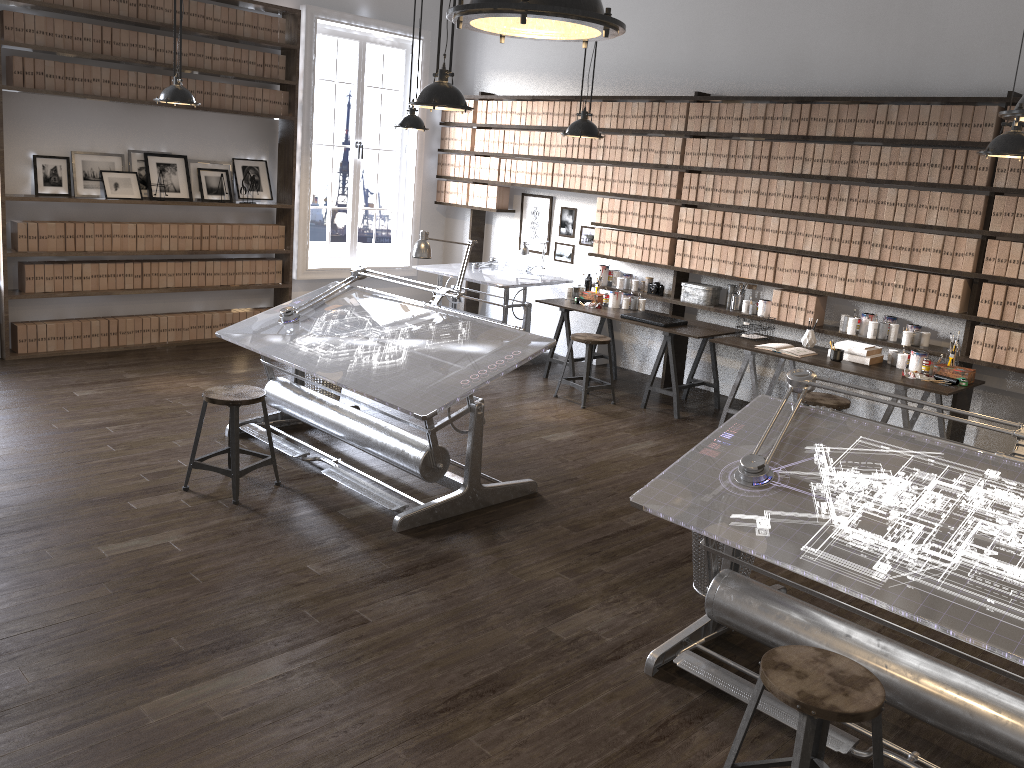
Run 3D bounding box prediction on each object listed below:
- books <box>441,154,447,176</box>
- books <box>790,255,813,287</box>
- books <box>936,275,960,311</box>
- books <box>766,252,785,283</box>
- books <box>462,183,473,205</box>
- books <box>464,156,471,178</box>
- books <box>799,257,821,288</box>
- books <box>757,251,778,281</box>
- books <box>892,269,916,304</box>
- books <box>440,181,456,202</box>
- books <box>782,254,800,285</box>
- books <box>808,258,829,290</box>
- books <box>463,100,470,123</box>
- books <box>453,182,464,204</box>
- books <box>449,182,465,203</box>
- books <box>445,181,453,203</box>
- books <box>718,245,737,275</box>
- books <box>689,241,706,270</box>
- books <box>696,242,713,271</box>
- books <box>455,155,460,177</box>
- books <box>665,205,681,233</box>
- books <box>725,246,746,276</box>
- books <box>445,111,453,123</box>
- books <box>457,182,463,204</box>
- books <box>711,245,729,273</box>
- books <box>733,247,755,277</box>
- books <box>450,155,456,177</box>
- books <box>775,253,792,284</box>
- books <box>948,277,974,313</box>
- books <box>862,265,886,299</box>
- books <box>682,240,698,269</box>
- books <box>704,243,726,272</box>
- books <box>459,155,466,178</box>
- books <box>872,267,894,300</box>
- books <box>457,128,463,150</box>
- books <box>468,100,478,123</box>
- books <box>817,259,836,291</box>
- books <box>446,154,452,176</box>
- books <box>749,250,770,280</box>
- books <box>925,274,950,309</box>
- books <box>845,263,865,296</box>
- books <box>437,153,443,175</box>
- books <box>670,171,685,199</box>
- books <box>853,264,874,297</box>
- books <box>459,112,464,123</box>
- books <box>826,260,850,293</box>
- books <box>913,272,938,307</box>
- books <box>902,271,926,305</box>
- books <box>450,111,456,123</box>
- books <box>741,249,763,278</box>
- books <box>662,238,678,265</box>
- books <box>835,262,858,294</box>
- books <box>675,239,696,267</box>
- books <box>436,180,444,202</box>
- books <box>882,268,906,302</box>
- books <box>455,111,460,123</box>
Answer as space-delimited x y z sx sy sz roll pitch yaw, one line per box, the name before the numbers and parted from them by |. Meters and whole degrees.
books | -0.653 -2.312 9.362 0.175 0.223 0.067 -7 16 -44
books | 2.162 -0.845 6.620 0.175 0.223 0.067 -7 16 -44
books | 2.903 -0.603 5.887 0.175 0.223 0.067 -7 16 -44
books | 2.022 -0.891 6.761 0.175 0.223 0.067 -7 17 -44
books | -0.426 -1.961 9.164 0.175 0.223 0.067 -7 17 -44
books | -0.401 -2.230 9.112 0.175 0.223 0.067 -7 17 -44
books | 2.213 -0.828 6.570 0.175 0.223 0.067 -7 17 -44
books | 1.974 -0.909 6.817 0.175 0.223 0.067 -7 16 -44
books | 2.698 -0.671 6.092 0.175 0.223 0.067 -7 17 -44
books | -0.670 -2.040 9.402 0.175 0.223 0.067 -7 17 -44
books | 2.122 -0.860 6.667 0.175 0.223 0.067 -7 17 -44
books | 2.266 -0.812 6.522 0.175 0.223 0.067 -7 17 -44
books | -0.406 -2.777 9.049 0.175 0.223 0.067 -7 17 -44
books | -0.530 -1.994 9.261 0.175 0.223 0.067 -7 16 -44
books | -0.571 -2.009 9.308 0.175 0.223 0.067 -7 17 -44
books | -0.614 -2.024 9.355 0.175 0.223 0.067 -7 16 -44
books | 1.731 -0.988 7.055 0.175 0.223 0.067 -7 17 -44
books | 1.540 -1.051 7.247 0.175 0.223 0.067 -7 17 -44
books | 1.588 -1.034 7.198 0.175 0.223 0.067 -7 17 -44
books | -0.505 -2.264 9.215 0.175 0.223 0.067 -7 17 -44
books | 1.368 -1.374 7.378 0.175 0.223 0.067 -7 17 -44
books | 1.774 -0.972 7.006 0.175 0.223 0.067 -7 16 -44
books | -0.603 -2.841 9.243 0.175 0.223 0.067 -7 17 -44
books | -0.479 -1.977 9.211 0.175 0.223 0.067 -7 17 -44
books | 1.686 -1.002 7.098 0.175 0.223 0.067 -7 17 -44
books | 1.825 -0.957 6.963 0.175 0.223 0.067 -7 17 -44
books | -0.557 -2.279 9.261 0.175 0.223 0.067 -7 17 -44
books | 2.078 -0.875 6.714 0.175 0.223 0.067 -7 16 -44
books | 2.959 -0.586 5.834 0.175 0.223 0.067 -7 17 -44
books | 2.551 -0.718 6.235 0.175 0.223 0.067 -7 17 -44
books | 1.489 -1.066 7.293 0.175 0.223 0.067 -7 16 -44
books | 1.634 -1.018 7.147 0.175 0.223 0.067 -7 16 -44
books | -0.456 -2.246 9.160 0.175 0.223 0.067 -7 16 -44
books | 2.602 -0.703 6.193 0.175 0.223 0.067 -7 16 -44
books | -0.480 -2.525 9.151 0.175 0.223 0.067 -7 16 -44
books | -0.354 -2.761 9.000 0.175 0.223 0.067 -7 16 -44
books | 2.317 -0.797 6.477 0.175 0.223 0.067 -7 16 -44
books | -0.604 -2.296 9.313 0.175 0.223 0.067 -7 16 -44
books | 1.921 -0.925 6.863 0.175 0.223 0.067 -7 16 -44
books | 2.854 -0.621 5.943 0.175 0.223 0.067 -7 17 -44
books | 2.462 -0.748 6.327 0.175 0.223 0.067 -7 16 -44
books | -0.704 -2.326 9.404 0.175 0.223 0.067 -7 17 -44
books | 1.393 -1.644 7.332 0.175 0.223 0.067 -7 16 -44
books | 2.507 -0.734 6.285 0.175 0.223 0.067 -7 16 -44
books | -0.452 -2.794 9.100 0.175 0.223 0.067 -7 16 -44
books | 2.364 -0.781 6.427 0.175 0.223 0.067 -7 16 -44
books | 2.799 -0.637 5.990 0.175 0.223 0.067 -7 16 -44
books | 2.751 -0.655 6.046 0.175 0.223 0.067 -7 17 -44
books | -0.551 -2.825 9.195 0.175 0.223 0.067 -7 17 -44
books | 1.875 -0.941 6.914 0.175 0.223 0.067 -7 17 -44
books | 1.345 -1.113 7.433 0.175 0.223 0.067 -7 17 -44
books | 2.411 -0.764 6.376 0.175 0.223 0.067 -7 17 -44
books | 1.436 -1.082 7.341 0.175 0.223 0.067 -7 16 -44
books | -0.718 -2.058 9.458 0.175 0.223 0.067 -7 16 -44
books | 2.651 -0.687 6.144 0.175 0.223 0.067 -7 16 -44
books | -0.499 -2.810 9.150 0.175 0.223 0.067 -7 16 -44
